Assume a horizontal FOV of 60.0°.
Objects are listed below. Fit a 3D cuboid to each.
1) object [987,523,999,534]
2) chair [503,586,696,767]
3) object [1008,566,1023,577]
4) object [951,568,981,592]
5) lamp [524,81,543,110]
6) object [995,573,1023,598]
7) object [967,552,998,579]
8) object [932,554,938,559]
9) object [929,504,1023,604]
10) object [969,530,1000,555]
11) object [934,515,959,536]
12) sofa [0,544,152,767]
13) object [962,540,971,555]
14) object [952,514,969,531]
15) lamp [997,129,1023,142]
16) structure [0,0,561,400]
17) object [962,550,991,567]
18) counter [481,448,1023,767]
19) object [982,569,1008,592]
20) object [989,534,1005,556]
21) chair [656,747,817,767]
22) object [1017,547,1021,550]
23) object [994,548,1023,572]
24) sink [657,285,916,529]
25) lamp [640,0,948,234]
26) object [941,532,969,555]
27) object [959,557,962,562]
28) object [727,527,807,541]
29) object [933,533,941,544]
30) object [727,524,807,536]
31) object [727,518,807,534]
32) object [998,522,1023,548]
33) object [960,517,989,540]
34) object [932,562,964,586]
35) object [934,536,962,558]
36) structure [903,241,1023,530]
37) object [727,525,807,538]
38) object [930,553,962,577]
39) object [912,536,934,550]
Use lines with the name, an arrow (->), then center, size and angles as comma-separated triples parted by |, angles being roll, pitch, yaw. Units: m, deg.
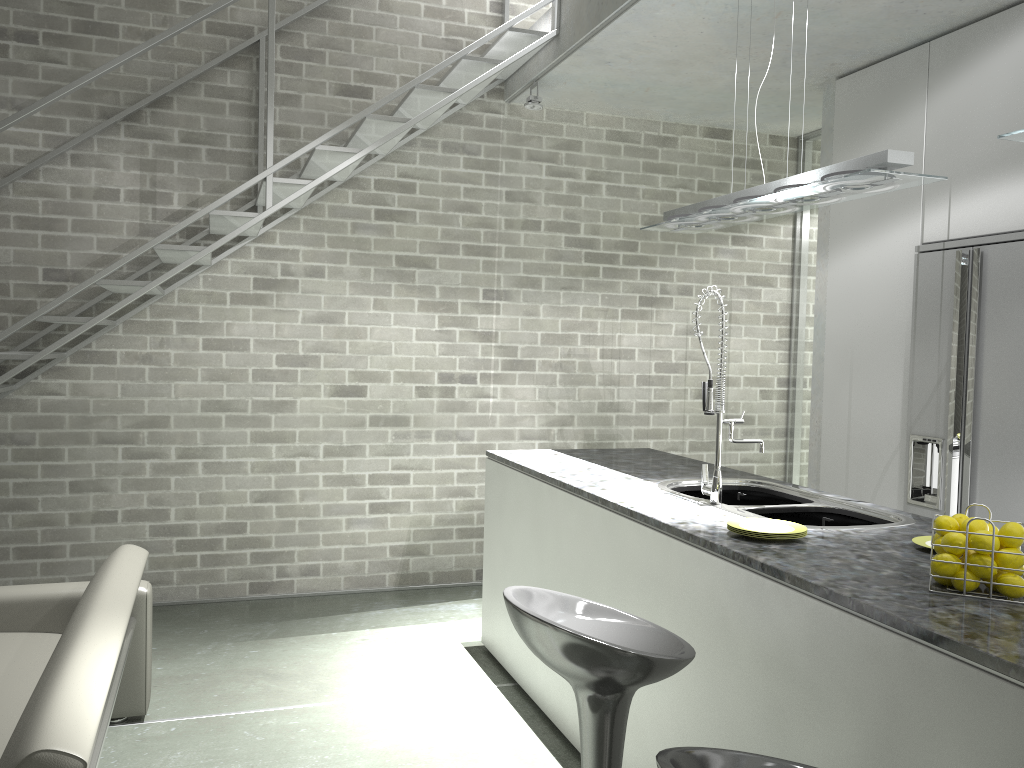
object -> 1.088, 0.345, 2.038 | 0.063, 0.051, 0.053 | 2, 2, 17
chair -> 0.200, 0.947, 2.063 | 0.464, 0.931, 0.457 | 1, 2, -5
object -> 1.109, 0.408, 1.979 | 0.062, 0.053, 0.052 | 2, 2, 8
object -> 0.993, 0.428, 1.940 | 0.063, 0.053, 0.051 | 1, 3, -21
lamp -> 2.845, -1.476, 3.035 | 6.854, 0.136, 0.110 | 3, 3, 36
object -> 1.069, 0.432, 1.899 | 0.062, 0.052, 0.053 | 2, 2, 11
object -> 1.018, 0.394, 1.923 | 0.061, 0.055, 0.051 | 4, 3, 40
object -> 1.003, 0.416, 2.056 | 0.052, 0.057, 0.060 | 0, 3, -27
object -> 1.043, 0.370, 1.985 | 0.189, 0.174, 0.207 | 3, 3, 26
object -> 1.025, 0.344, 1.924 | 0.063, 0.053, 0.051 | 1, 2, -16
object -> 0.995, 0.327, 2.033 | 0.053, 0.051, 0.063 | 2, 3, 19
sofa -> -1.532, 0.995, 2.427 | 0.902, 0.717, 2.114 | 1, 3, -19
object -> 1.047, 0.370, 2.026 | 0.051, 0.053, 0.064 | 0, 3, -26
object -> 1.040, 0.331, 2.061 | 0.057, 0.060, 0.052 | -1, 3, -41
lamp -> 1.591, -1.050, 1.520 | 0.290, 0.964, 1.490 | 1, 3, -19
structure -> -1.980, -0.862, 4.353 | 4.345, 4.246, 0.902 | 1, 3, -19
object -> 1.024, 0.389, 1.954 | 0.062, 0.053, 0.051 | 1, 3, -21
counter -> 0.990, 0.916, 2.458 | 0.900, 0.960, 4.400 | 1, 3, -19
object -> 1.071, 0.431, 1.959 | 0.061, 0.055, 0.050 | 2, 2, 17
object -> 1.077, 0.360, 1.974 | 0.061, 0.051, 0.055 | 0, 3, -34
chair -> 0.430, 0.986, 1.277 | 0.464, 0.931, 0.457 | 0, 3, -38
object -> 1.124, 0.375, 2.020 | 0.060, 0.055, 0.053 | 2, 2, 14
object -> 1.078, 0.381, 1.922 | 0.061, 0.054, 0.053 | 2, 3, 17
sink -> 0.902, 0.178, 3.093 | 0.546, 1.023, 0.987 | 1, 3, -19
lamp -> 0.970, -1.142, 3.352 | 0.290, 0.964, 1.490 | 1, 3, -19
object -> 0.979, 0.352, 1.961 | 0.053, 0.052, 0.061 | 1, 2, -16
object -> 1.029, 0.419, 2.000 | 0.052, 0.060, 0.057 | 0, 3, -23
object -> 0.715, 0.419, 2.491 | 0.217, 0.017, 0.216 | 2, 2, 14
object -> 1.012, 0.369, 2.072 | 0.053, 0.051, 0.063 | 3, 3, 30
object -> 0.715, 0.409, 2.490 | 0.217, 0.017, 0.216 | 2, 2, 14
object -> 0.715, 0.405, 2.490 | 0.217, 0.017, 0.216 | 2, 2, 14
object -> 1.091, 0.331, 1.936 | 0.059, 0.060, 0.050 | 0, 3, -29
object -> 1.039, 0.326, 1.992 | 0.063, 0.053, 0.051 | 0, 3, -27
object -> 0.986, 0.424, 1.998 | 0.074, 0.063, 0.064 | 1, 2, -8
object -> 0.992, 0.372, 2.014 | 0.062, 0.053, 0.052 | 3, 3, 33
structure -> 2.053, 0.352, 3.905 | 0.160, 1.900, 0.743 | 1, 3, -19
object -> 0.715, 0.414, 2.491 | 0.217, 0.017, 0.216 | 2, 2, 14
object -> 0.954, 0.399, 1.951 | 0.061, 0.054, 0.052 | 3, 3, 38
object -> 1.185, 0.436, 2.367 | 0.217, 0.017, 0.216 | 2, 2, 7
